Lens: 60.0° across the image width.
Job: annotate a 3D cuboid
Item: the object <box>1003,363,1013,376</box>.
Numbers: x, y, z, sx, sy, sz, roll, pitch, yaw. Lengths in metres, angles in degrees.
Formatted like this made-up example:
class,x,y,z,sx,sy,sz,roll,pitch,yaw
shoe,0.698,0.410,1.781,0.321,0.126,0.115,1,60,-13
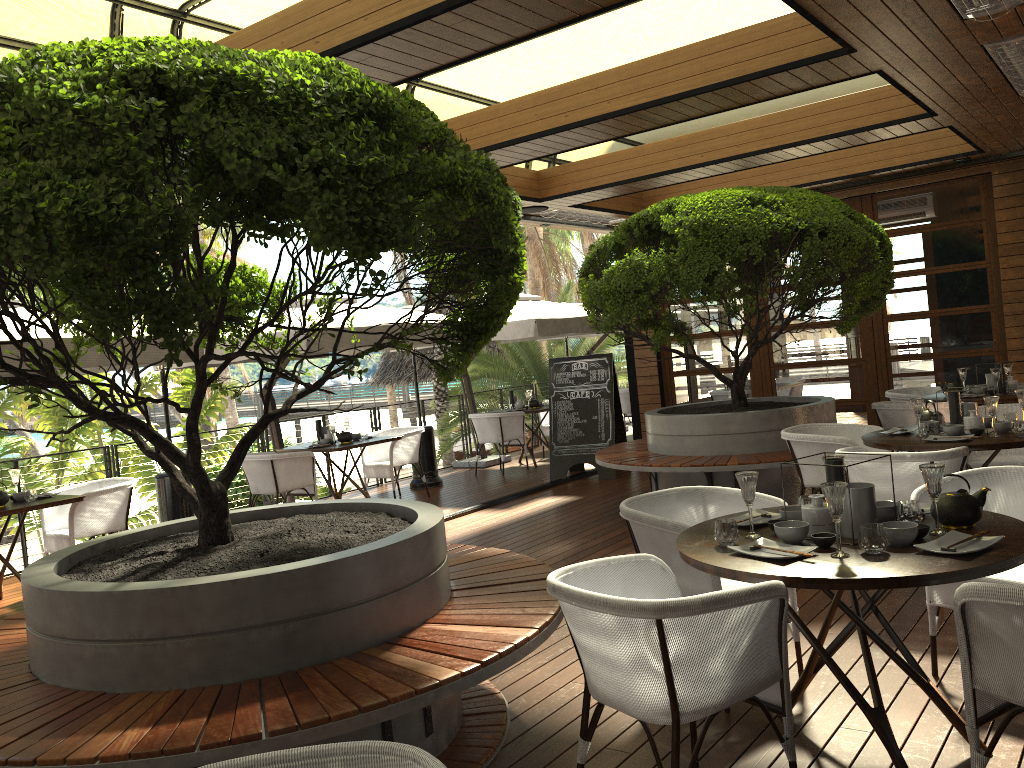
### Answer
class,x,y,z,sx,sy,sz,roll,pitch,yaw
object,4.414,-0.069,7.883,0.082,0.227,0.082,-6,1,-13

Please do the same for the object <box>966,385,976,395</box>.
class,x,y,z,sx,sy,sz,roll,pitch,yaw
object,3.985,0.052,7.695,0.086,0.086,0.086,-5,2,36

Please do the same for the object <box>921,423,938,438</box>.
class,x,y,z,sx,sy,sz,roll,pitch,yaw
object,2.483,0.276,5.269,0.086,0.086,0.086,-6,1,0

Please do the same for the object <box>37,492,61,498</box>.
class,x,y,z,sx,sy,sz,roll,pitch,yaw
object,-3.565,0.844,6.702,0.294,0.025,0.170,-4,2,36

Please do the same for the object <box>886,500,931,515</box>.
class,x,y,z,sx,sy,sz,roll,pitch,yaw
object,1.445,0.470,3.342,0.170,0.025,0.294,-7,2,-31

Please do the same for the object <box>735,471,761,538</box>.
class,x,y,z,sx,sy,sz,roll,pitch,yaw
object,0.845,0.429,3.155,0.082,0.227,0.082,-6,1,-35

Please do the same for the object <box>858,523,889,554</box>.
class,x,y,z,sx,sy,sz,roll,pitch,yaw
object,1.132,0.487,2.782,0.086,0.086,0.086,-5,1,9

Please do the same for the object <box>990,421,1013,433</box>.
class,x,y,z,sx,sy,sz,roll,pitch,yaw
object,2.864,0.253,5.180,0.116,0.065,0.116,-7,2,-41

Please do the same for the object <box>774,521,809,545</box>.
class,x,y,z,sx,sy,sz,roll,pitch,yaw
object,0.952,0.508,3.012,0.116,0.065,0.116,-7,2,-33

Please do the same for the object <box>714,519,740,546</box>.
class,x,y,z,sx,sy,sz,roll,pitch,yaw
object,0.742,0.516,3.070,0.086,0.086,0.086,-5,1,14

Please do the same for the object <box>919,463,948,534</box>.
class,x,y,z,sx,sy,sz,roll,pitch,yaw
object,1.407,0.382,2.950,0.082,0.227,0.082,-6,1,-35

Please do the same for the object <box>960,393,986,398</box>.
class,x,y,z,sx,sy,sz,roll,pitch,yaw
object,3.857,0.103,7.476,0.170,0.025,0.294,-6,2,-13

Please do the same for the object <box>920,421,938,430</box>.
class,x,y,z,sx,sy,sz,roll,pitch,yaw
object,2.592,0.268,5.518,0.116,0.065,0.116,-7,2,-41

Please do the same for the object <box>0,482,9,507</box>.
class,x,y,z,sx,sy,sz,roll,pitch,yaw
object,-3.695,0.790,6.342,0.163,0.179,0.168,-5,2,38

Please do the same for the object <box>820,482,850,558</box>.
class,x,y,z,sx,sy,sz,roll,pitch,yaw
object,1.018,0.425,2.779,0.082,0.227,0.082,-6,1,-42

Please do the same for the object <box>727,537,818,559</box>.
class,x,y,z,sx,sy,sz,roll,pitch,yaw
object,0.862,0.542,2.869,0.170,0.025,0.294,-7,2,-31

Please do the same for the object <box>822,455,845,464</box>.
class,x,y,z,sx,sy,sz,roll,pitch,yaw
object,1.223,0.387,3.349,0.082,0.227,0.082,-6,1,-42

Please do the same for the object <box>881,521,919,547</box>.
class,x,y,z,sx,sy,sz,roll,pitch,yaw
object,1.247,0.485,2.853,0.116,0.065,0.116,-6,2,-10

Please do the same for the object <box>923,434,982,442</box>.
class,x,y,z,sx,sy,sz,roll,pitch,yaw
object,2.515,0.311,5.052,0.294,0.025,0.170,-4,2,40

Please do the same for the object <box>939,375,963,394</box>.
class,x,y,z,sx,sy,sz,roll,pitch,yaw
object,3.866,0.014,7.794,0.163,0.179,0.168,-6,1,-15

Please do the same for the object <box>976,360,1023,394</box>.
class,x,y,z,sx,sy,sz,roll,pitch,yaw
object,4.211,-0.056,7.633,0.263,0.264,0.263,-6,1,-18

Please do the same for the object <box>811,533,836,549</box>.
class,x,y,z,sx,sy,sz,roll,pitch,yaw
object,1.023,0.516,2.907,0.080,0.042,0.080,-6,2,-2

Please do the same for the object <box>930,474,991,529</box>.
class,x,y,z,sx,sy,sz,roll,pitch,yaw
object,1.518,0.395,3.031,0.163,0.179,0.168,-6,2,-33

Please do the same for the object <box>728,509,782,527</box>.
class,x,y,z,sx,sy,sz,roll,pitch,yaw
object,0.911,0.520,3.385,0.295,0.025,0.170,-7,2,-36

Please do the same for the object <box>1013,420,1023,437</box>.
class,x,y,z,sx,sy,sz,roll,pitch,yaw
object,2.856,0.250,4.963,0.086,0.086,0.086,-5,1,5

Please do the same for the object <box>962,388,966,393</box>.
class,x,y,z,sx,sy,sz,roll,pitch,yaw
object,4.072,0.064,8.021,0.295,0.025,0.170,-6,2,-19

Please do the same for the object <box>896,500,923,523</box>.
class,x,y,z,sx,sy,sz,roll,pitch,yaw
object,1.384,0.453,3.092,0.086,0.086,0.086,-5,1,14

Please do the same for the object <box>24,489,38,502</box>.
class,x,y,z,sx,sy,sz,roll,pitch,yaw
object,-3.524,0.815,6.495,0.086,0.086,0.086,-4,2,41

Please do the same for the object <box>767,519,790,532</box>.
class,x,y,z,sx,sy,sz,roll,pitch,yaw
object,0.959,0.514,3.183,0.080,0.042,0.080,-7,2,-37

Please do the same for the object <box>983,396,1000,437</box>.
class,x,y,z,sx,sy,sz,roll,pitch,yaw
object,2.740,0.185,5.049,0.082,0.227,0.082,-5,1,41

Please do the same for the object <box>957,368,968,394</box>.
class,x,y,z,sx,sy,sz,roll,pitch,yaw
object,3.991,-0.027,7.838,0.082,0.227,0.082,-6,1,-29

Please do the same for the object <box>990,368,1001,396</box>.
class,x,y,z,sx,sy,sz,roll,pitch,yaw
object,4.047,-0.018,7.402,0.082,0.227,0.082,-6,1,-13

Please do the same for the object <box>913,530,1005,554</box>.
class,x,y,z,sx,sy,sz,roll,pitch,yaw
object,1.405,0.493,2.757,0.295,0.025,0.170,-7,2,-36

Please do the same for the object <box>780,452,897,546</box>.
class,x,y,z,sx,sy,sz,roll,pitch,yaw
object,1.133,0.389,3.078,0.264,0.264,0.263,-6,2,-36

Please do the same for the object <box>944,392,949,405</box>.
class,x,y,z,sx,sy,sz,roll,pitch,yaw
object,2.806,0.159,5.646,0.082,0.227,0.082,-5,1,29

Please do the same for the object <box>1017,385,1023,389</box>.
class,x,y,z,sx,sy,sz,roll,pitch,yaw
object,4.257,0.045,7.431,0.116,0.065,0.116,-7,2,-43

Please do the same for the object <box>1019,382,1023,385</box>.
class,x,y,z,sx,sy,sz,roll,pitch,yaw
object,4.423,0.023,7.640,0.116,0.065,0.116,-5,2,7

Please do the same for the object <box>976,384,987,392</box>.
class,x,y,z,sx,sy,sz,roll,pitch,yaw
object,4.189,0.037,7.882,0.116,0.065,0.116,-7,2,-43

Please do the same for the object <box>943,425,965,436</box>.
class,x,y,z,sx,sy,sz,roll,pitch,yaw
object,2.600,0.278,5.215,0.116,0.065,0.116,-6,2,-29

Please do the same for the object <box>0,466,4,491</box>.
class,x,y,z,sx,sy,sz,roll,pitch,yaw
object,-3.939,0.766,6.522,0.263,0.264,0.263,-6,1,-8

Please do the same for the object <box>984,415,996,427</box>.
class,x,y,z,sx,sy,sz,roll,pitch,yaw
object,2.949,0.234,5.506,0.116,0.065,0.116,-6,2,-29

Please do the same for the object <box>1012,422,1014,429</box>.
class,x,y,z,sx,sy,sz,roll,pitch,yaw
object,2.951,0.253,5.274,0.080,0.042,0.080,-5,2,14

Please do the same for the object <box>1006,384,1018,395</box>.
class,x,y,z,sx,sy,sz,roll,pitch,yaw
object,4.149,0.047,7.359,0.086,0.086,0.086,-5,2,31

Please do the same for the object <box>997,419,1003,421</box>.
class,x,y,z,sx,sy,sz,roll,pitch,yaw
object,3.007,0.243,5.680,0.294,0.025,0.170,-4,2,40

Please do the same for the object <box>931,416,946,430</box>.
class,x,y,z,sx,sy,sz,roll,pitch,yaw
object,2.684,0.246,5.584,0.086,0.086,0.086,-5,1,5

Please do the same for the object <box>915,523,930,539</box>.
class,x,y,z,sx,sy,sz,roll,pitch,yaw
object,1.331,0.487,2.913,0.080,0.042,0.080,-6,2,-15

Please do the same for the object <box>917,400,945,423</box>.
class,x,y,z,sx,sy,sz,roll,pitch,yaw
object,2.701,0.193,5.733,0.163,0.179,0.168,-7,2,-43

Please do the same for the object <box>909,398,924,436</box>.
class,x,y,z,sx,sy,sz,roll,pitch,yaw
object,2.463,0.201,5.373,0.082,0.227,0.082,-6,1,-44

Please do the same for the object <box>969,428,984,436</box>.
class,x,y,z,sx,sy,sz,roll,pitch,yaw
object,2.699,0.282,5.146,0.080,0.042,0.080,-5,2,2

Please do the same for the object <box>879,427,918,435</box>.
class,x,y,z,sx,sy,sz,roll,pitch,yaw
object,2.431,0.302,5.584,0.295,0.025,0.170,-7,3,-45

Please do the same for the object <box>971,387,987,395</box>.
class,x,y,z,sx,sy,sz,roll,pitch,yaw
object,3.995,0.066,7.581,0.116,0.065,0.116,-5,2,7

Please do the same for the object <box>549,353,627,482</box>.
class,x,y,z,sx,sy,sz,roll,pitch,yaw
object,0.856,0.367,10.265,0.768,1.396,0.772,-5,1,21

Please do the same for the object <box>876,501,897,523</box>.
class,x,y,z,sx,sy,sz,roll,pitch,yaw
object,1.342,0.465,3.198,0.116,0.065,0.116,-7,2,-33

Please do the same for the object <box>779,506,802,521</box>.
class,x,y,z,sx,sy,sz,roll,pitch,yaw
object,1.047,0.491,3.262,0.116,0.065,0.116,-6,2,-10

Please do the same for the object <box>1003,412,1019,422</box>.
class,x,y,z,sx,sy,sz,roll,pitch,yaw
object,3.043,0.217,5.411,0.086,0.086,0.086,-6,1,0

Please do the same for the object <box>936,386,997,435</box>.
class,x,y,z,sx,sy,sz,roll,pitch,yaw
object,2.745,0.160,5.350,0.263,0.264,0.264,-4,2,40

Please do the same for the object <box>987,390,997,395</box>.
class,x,y,z,sx,sy,sz,roll,pitch,yaw
object,4.063,0.073,7.499,0.080,0.042,0.080,-5,2,15

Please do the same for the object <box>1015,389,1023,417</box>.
class,x,y,z,sx,sy,sz,roll,pitch,yaw
object,3.063,0.145,5.306,0.082,0.227,0.082,-6,1,-44

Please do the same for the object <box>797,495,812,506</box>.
class,x,y,z,sx,sy,sz,roll,pitch,yaw
object,1.126,0.469,3.363,0.086,0.086,0.086,-5,1,9
